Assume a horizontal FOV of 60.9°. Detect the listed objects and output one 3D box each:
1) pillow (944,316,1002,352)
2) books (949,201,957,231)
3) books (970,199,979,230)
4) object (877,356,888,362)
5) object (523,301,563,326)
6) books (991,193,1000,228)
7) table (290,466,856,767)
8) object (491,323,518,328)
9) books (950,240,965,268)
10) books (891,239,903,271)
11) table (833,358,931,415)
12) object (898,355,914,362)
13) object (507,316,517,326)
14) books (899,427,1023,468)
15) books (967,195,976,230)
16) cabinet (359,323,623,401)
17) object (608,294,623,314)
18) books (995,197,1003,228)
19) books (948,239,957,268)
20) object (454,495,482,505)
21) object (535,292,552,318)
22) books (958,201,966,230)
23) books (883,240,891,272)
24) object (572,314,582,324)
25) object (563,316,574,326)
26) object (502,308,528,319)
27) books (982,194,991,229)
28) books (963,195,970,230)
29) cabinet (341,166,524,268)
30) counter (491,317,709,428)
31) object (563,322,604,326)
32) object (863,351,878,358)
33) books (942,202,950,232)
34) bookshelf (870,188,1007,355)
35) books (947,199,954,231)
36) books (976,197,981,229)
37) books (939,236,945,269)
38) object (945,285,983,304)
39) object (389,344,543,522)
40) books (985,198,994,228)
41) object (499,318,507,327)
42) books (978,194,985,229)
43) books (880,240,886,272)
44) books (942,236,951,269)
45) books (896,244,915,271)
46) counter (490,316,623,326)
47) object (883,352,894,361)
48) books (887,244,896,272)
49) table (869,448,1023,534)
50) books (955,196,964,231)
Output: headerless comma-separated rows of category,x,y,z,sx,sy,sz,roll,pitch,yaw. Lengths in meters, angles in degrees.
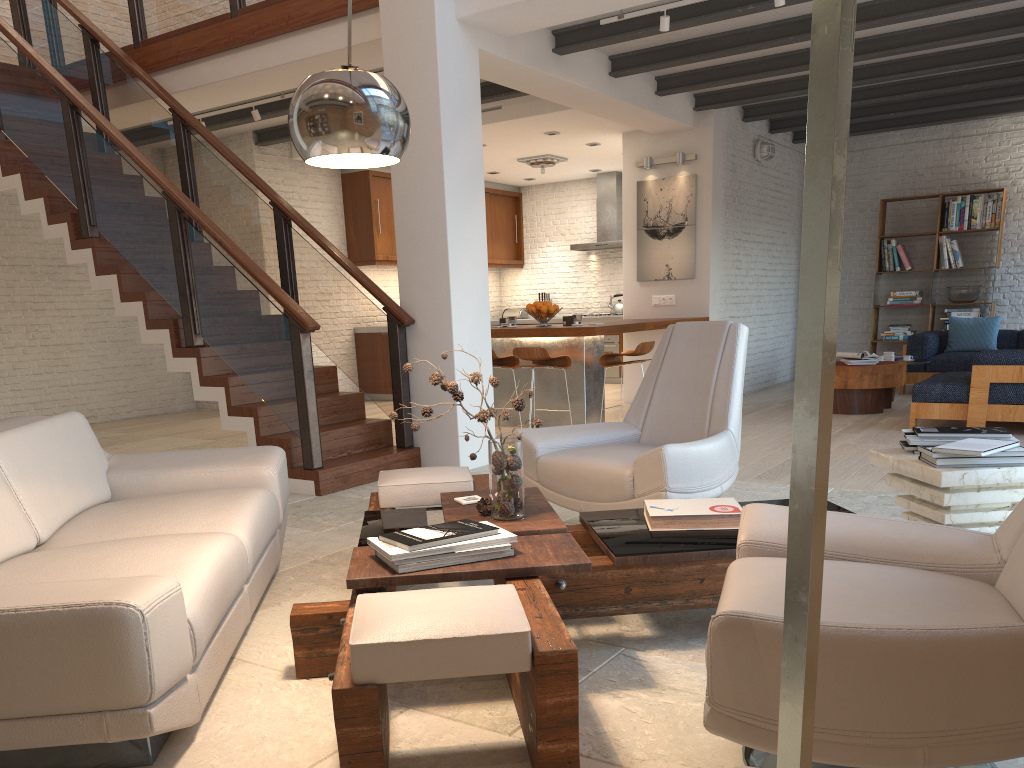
pillow,5.169,-0.558,9.774,0.551,0.423,0.217,3,14,32
books,5.246,-1.980,10.334,0.055,0.342,0.247,8,15,34
books,5.430,-1.976,10.208,0.055,0.342,0.247,8,15,34
object,3.586,-0.246,8.504,0.146,0.058,0.170,0,7,23
object,0.288,-0.644,7.978,0.366,0.230,0.351,-2,8,-1
books,5.603,-2.002,10.105,0.036,0.397,0.237,8,16,34
table,0.262,0.640,3.060,1.968,0.444,2.137,-3,6,-5
object,-0.040,-0.550,8.153,0.285,0.036,0.200,1,6,34
books,5.324,-1.548,10.411,0.156,0.341,0.247,7,14,33
books,4.758,-1.586,10.771,0.120,0.395,0.237,7,15,33
table,3.550,-0.018,8.876,1.066,0.462,1.789,3,8,40
object,3.986,-0.254,8.819,0.154,0.059,0.263,1,6,27
object,0.002,-0.582,8.073,0.090,0.088,0.088,4,11,30
books,1.664,0.234,3.203,0.389,0.082,0.551,0,6,18
books,5.398,-2.006,10.238,0.036,0.397,0.237,8,16,34
cabinet,0.341,-1.371,11.720,4.780,2.939,2.185,-2,11,-2
object,1.493,-1.112,12.099,0.259,0.285,0.257,-9,13,-34
books,5.654,-1.975,10.099,0.055,0.342,0.247,8,15,34
books,5.291,-1.559,10.446,0.123,0.361,0.264,7,15,33
object,-0.088,0.429,3.382,0.271,0.036,0.241,-2,5,6
object,0.477,-1.184,13.119,0.319,0.389,0.064,5,16,32
books,5.334,-1.980,10.299,0.055,0.342,0.247,8,15,34
books,4.676,-1.590,10.838,0.090,0.398,0.237,7,15,34
object,0.579,-0.573,7.713,0.089,0.088,0.089,-11,13,-40
object,0.517,-0.569,7.844,0.094,0.085,0.111,-4,9,-11
object,0.043,-1.080,13.379,0.342,0.165,0.243,2,9,33
books,5.524,-2.003,10.156,0.036,0.397,0.237,8,16,34
books,5.362,-2.005,10.250,0.036,0.397,0.237,8,16,34
cabinet,-0.940,-2.193,11.883,0.457,1.204,3.257,7,10,34
counter,0.686,-0.131,8.674,1.674,0.952,2.433,3,8,34
object,0.602,-0.539,7.747,0.392,0.036,0.193,2,7,37
object,3.873,-0.312,9.305,0.192,0.094,0.182,-6,8,-30
books,5.192,-1.983,10.391,0.055,0.342,0.247,8,15,34
bookshelf,5.147,-1.137,10.627,1.306,2.282,0.354,6,16,32
books,5.223,-1.996,10.366,0.020,0.372,0.264,8,15,34
books,5.469,-1.991,10.195,0.020,0.372,0.264,8,15,34
books,5.199,-1.579,10.506,0.100,0.398,0.237,7,15,33
object,5.438,-1.073,10.495,0.399,0.209,0.391,-4,7,-14
object,-0.157,0.171,3.016,0.542,0.629,0.304,-1,13,5
books,5.561,-1.974,10.134,0.055,0.342,0.247,8,15,34
object,-0.044,-0.579,8.213,0.114,0.085,0.091,3,11,33
books,5.501,-2.005,10.187,0.036,0.397,0.237,8,16,34
books,4.640,-1.590,10.852,0.090,0.398,0.237,7,15,34
books,5.218,-1.575,10.467,0.102,0.397,0.237,7,15,33
books,4.849,-1.555,10.748,0.193,0.330,0.247,6,14,33
counter,0.390,-0.801,11.419,3.498,0.072,3.248,1,6,34
object,3.772,-0.265,8.734,0.106,0.112,0.106,-11,13,-39
books,4.730,-1.566,10.832,0.101,0.346,0.247,7,15,34
table,1.707,0.522,3.327,0.494,0.522,0.478,-3,10,-6
books,5.286,-2.007,10.305,0.036,0.397,0.237,8,16,34
